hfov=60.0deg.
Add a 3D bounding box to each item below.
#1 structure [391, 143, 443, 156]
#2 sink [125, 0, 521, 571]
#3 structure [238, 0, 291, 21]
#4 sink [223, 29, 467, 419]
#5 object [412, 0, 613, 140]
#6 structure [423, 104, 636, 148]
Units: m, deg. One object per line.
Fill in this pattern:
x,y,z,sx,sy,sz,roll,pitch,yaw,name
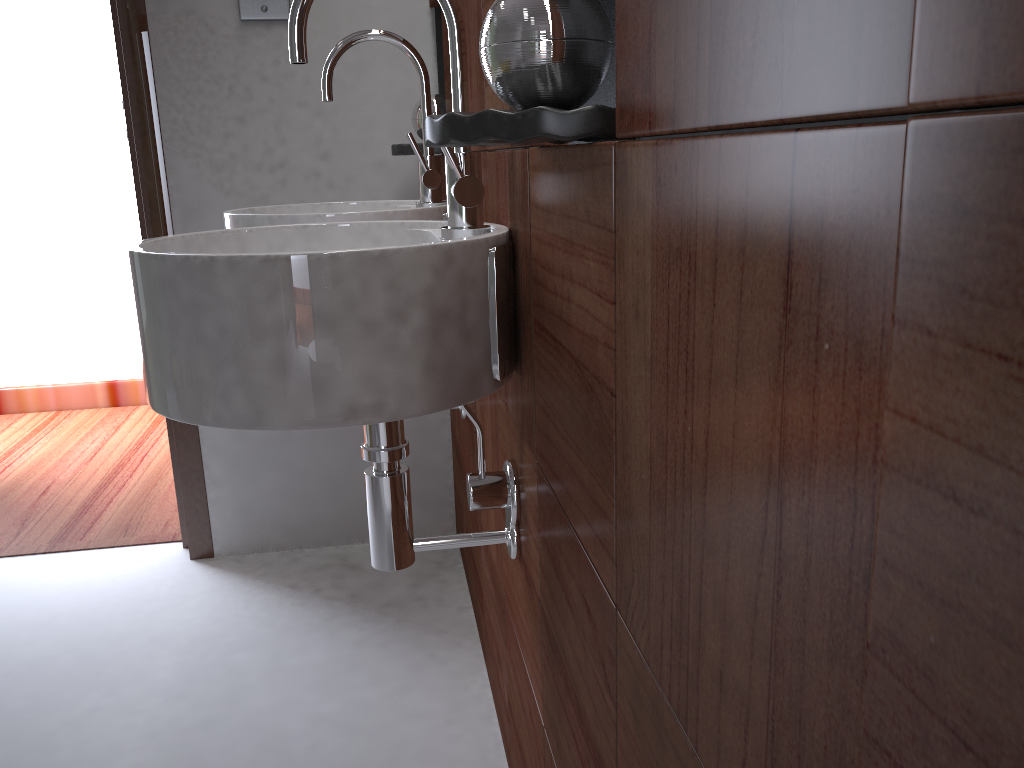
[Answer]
-0.147,-0.505,1.902,0.222,0.023,0.220,11,19,40,structure
-0.208,-0.112,1.011,0.417,0.715,0.415,-4,15,-8,sink
-0.538,-0.869,1.906,0.109,0.164,0.028,-4,15,-8,structure
-0.303,-0.265,1.617,0.417,0.715,0.415,-4,15,-8,sink
-0.067,-0.410,1.283,0.104,0.104,1.350,-4,15,-8,object
0.041,-0.202,0.701,0.222,0.023,0.220,-7,15,-18,structure
